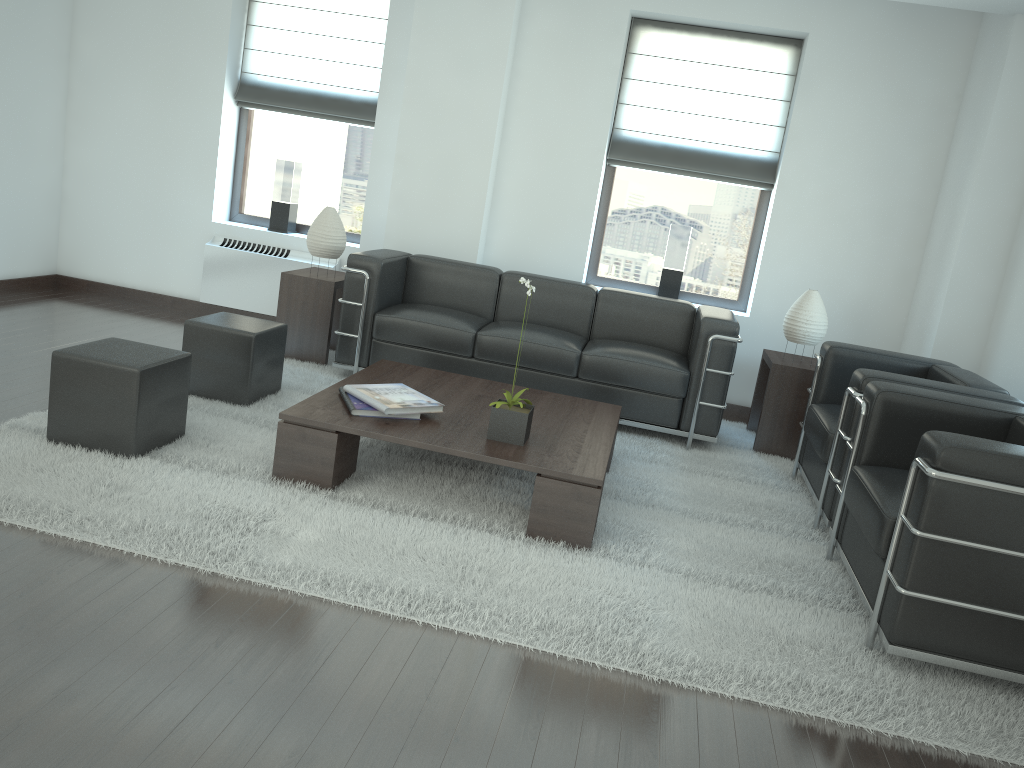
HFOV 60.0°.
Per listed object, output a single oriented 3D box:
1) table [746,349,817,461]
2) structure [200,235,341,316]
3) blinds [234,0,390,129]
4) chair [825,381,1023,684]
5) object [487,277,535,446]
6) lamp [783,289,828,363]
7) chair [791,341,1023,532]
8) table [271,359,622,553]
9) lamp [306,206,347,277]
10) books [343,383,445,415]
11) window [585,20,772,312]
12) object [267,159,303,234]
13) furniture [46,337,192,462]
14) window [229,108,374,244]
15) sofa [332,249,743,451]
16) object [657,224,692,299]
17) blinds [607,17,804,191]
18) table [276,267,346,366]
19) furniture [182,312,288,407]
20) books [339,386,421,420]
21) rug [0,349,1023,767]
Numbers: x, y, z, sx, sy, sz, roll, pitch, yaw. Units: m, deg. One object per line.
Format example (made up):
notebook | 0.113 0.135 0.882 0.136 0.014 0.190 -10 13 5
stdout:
table | 2.477 0.202 7.964 0.526 0.840 0.790 11 12 8
structure | -2.617 -1.124 9.571 1.462 0.722 0.194 11 11 8
blinds | -2.077 -3.590 9.473 1.687 1.468 0.223 11 11 8
chair | 2.424 0.755 4.714 1.124 1.163 1.655 11 12 8
object | 0.047 -0.151 5.396 0.252 0.986 0.337 11 11 8
lamp | 2.568 -0.508 7.767 0.376 0.651 0.375 18 14 37
chair | 2.726 0.432 6.349 1.124 1.163 1.655 11 12 8
table | -0.298 0.382 6.055 1.938 0.438 1.931 11 13 8
lamp | -1.760 -1.357 8.409 0.375 0.651 0.376 12 12 12
books | -0.760 0.092 5.687 0.446 0.045 0.521 -1 16 -40
window | 1.835 -2.235 9.156 1.702 2.716 0.147 11 11 8
object | -2.481 -2.055 9.722 0.239 0.771 0.244 11 11 8
furniture | -2.422 0.076 5.504 0.588 0.576 0.606 11 12 8
window | -2.156 -3.017 9.748 1.702 2.716 0.147 11 11 8
sofa | 0.213 -0.360 8.040 3.479 1.163 1.129 11 12 8
object | 1.667 -1.242 9.106 0.239 0.771 0.244 11 11 8
blinds | 1.912 -2.807 8.881 1.687 1.468 0.223 11 11 8
table | -1.874 -0.651 8.610 0.526 0.840 0.790 11 12 8
furniture | -2.166 -0.206 6.925 0.588 0.576 0.606 11 12 8
books | -0.856 0.120 5.703 0.445 0.045 0.522 4 13 -20
rug | 0.091 0.550 6.450 6.257 0.109 5.196 11 13 8
